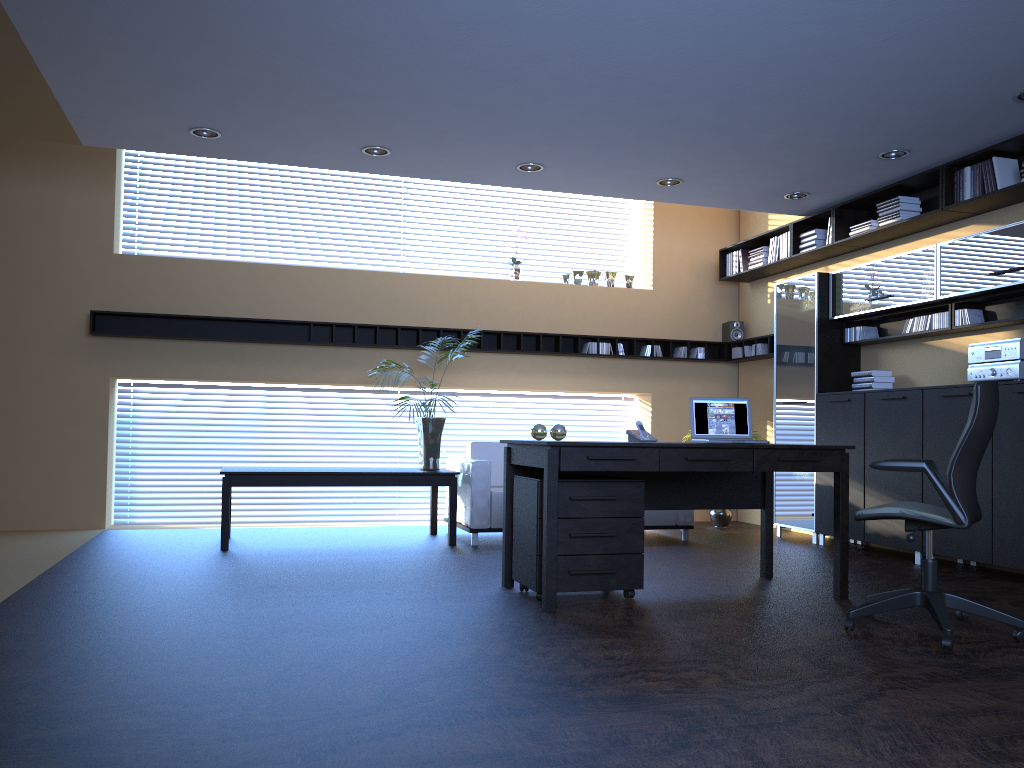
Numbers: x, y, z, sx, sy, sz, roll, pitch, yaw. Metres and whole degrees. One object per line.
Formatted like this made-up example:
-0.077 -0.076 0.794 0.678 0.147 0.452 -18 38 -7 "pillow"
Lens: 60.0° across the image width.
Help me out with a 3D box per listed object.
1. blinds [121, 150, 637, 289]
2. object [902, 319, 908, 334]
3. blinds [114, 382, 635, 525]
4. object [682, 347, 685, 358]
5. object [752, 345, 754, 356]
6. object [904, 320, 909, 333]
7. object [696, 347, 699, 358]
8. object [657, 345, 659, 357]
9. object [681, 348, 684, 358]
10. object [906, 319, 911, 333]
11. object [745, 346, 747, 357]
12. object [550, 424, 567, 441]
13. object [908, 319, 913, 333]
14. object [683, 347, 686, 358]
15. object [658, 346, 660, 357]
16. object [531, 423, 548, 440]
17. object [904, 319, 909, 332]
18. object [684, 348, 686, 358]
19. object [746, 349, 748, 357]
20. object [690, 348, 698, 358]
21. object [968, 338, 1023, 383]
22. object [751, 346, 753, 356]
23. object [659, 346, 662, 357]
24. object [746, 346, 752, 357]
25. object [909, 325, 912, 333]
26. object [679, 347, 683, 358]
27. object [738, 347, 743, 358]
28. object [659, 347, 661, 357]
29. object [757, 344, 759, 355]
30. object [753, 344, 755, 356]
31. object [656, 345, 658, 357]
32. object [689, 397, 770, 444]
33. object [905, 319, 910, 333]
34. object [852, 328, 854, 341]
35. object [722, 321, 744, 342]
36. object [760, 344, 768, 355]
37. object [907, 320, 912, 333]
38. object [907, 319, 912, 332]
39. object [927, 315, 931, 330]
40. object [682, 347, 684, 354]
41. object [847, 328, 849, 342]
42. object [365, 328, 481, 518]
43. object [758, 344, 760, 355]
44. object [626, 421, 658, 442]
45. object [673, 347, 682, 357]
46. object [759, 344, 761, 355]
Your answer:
-1.168 -1.825 9.331 5.392 1.460 0.039 2 -2 -17 "blinds"
3.229 -0.460 7.160 0.142 0.112 0.059 2 -2 -17 "object"
-1.209 0.748 9.254 5.392 1.366 0.047 2 -2 -17 "blinds"
1.841 -0.342 9.693 0.030 0.120 0.142 1 -3 -17 "object"
2.592 -0.351 9.312 0.142 0.120 0.030 2 -2 -17 "object"
3.240 -0.460 7.142 0.142 0.112 0.059 2 -2 -16 "object"
2.014 -0.336 9.748 0.009 0.120 0.142 1 -3 -17 "object"
1.551 -0.351 9.604 0.030 0.120 0.142 1 -3 -17 "object"
1.831 -0.342 9.692 0.030 0.120 0.142 1 -3 -17 "object"
3.242 -0.461 7.121 0.140 0.110 0.055 2 -2 -16 "object"
2.553 -0.344 9.443 0.142 0.120 0.030 2 -2 -17 "object"
0.286 0.297 5.469 0.105 0.105 0.105 1 -2 2 "object"
3.249 -0.462 7.103 0.140 0.110 0.055 2 -2 -16 "object"
1.852 -0.341 9.694 0.030 0.120 0.142 1 -3 -17 "object"
1.560 -0.351 9.610 0.030 0.120 0.142 1 -3 -17 "object"
0.167 0.296 5.487 0.105 0.105 0.105 1 -2 2 "object"
3.242 -0.460 7.153 0.142 0.112 0.059 2 -2 -16 "object"
1.871 -0.341 9.703 0.009 0.120 0.142 1 -3 -17 "object"
2.556 -0.345 9.433 0.142 0.120 0.030 2 -2 -17 "object"
1.992 -0.336 9.736 0.040 0.118 0.142 1 -3 -17 "object"
3.398 -0.146 6.037 0.363 0.281 0.430 2 -3 -17 "object"
2.588 -0.349 9.326 0.142 0.118 0.040 2 -2 -17 "object"
1.583 -0.349 9.619 0.040 0.118 0.142 1 -3 -17 "object"
2.560 -0.345 9.419 0.142 0.118 0.040 2 -2 -17 "object"
3.256 -0.462 7.105 0.142 0.112 0.059 2 -2 -17 "object"
1.820 -0.342 9.692 0.030 0.120 0.142 1 -3 -17 "object"
2.514 -0.337 9.573 0.142 0.118 0.040 2 -2 -17 "object"
1.571 -0.351 9.609 0.026 0.117 0.140 1 -3 -17 "object"
2.617 -0.356 9.230 0.142 0.120 0.009 2 -2 -17 "object"
2.598 -0.352 9.292 0.142 0.120 0.030 2 -2 -17 "object"
1.540 -0.351 9.604 0.030 0.120 0.142 1 -3 -17 "object"
1.309 0.217 5.357 0.390 0.282 0.323 1 -3 -7 "object"
3.242 -0.461 7.132 0.142 0.112 0.059 2 -2 -17 "object"
3.049 -0.431 7.772 0.142 0.120 0.009 2 -2 -16 "object"
2.452 -0.569 9.832 0.159 0.229 0.254 1 -3 -7 "object"
2.636 -0.358 9.165 0.142 0.118 0.040 2 -2 -17 "object"
3.249 -0.462 7.113 0.140 0.110 0.055 2 -2 -17 "object"
3.250 -0.462 7.114 0.142 0.112 0.059 2 -2 -17 "object"
3.307 -0.475 6.907 0.140 0.116 0.036 2 -2 -17 "object"
1.832 -0.342 9.688 0.026 0.117 0.140 1 -3 -17 "object"
3.028 -0.428 7.840 0.142 0.120 0.009 2 -2 -16 "object"
-0.720 0.454 8.293 1.040 1.858 1.898 1 -2 3 "object"
2.625 -0.357 9.200 0.142 0.120 0.030 2 -2 -17 "object"
0.781 0.286 5.328 0.130 0.126 0.146 2 -3 -32 "object"
1.806 -0.342 9.686 0.040 0.118 0.142 1 -3 -17 "object"
2.631 -0.358 9.180 0.142 0.120 0.030 2 -2 -17 "object"
